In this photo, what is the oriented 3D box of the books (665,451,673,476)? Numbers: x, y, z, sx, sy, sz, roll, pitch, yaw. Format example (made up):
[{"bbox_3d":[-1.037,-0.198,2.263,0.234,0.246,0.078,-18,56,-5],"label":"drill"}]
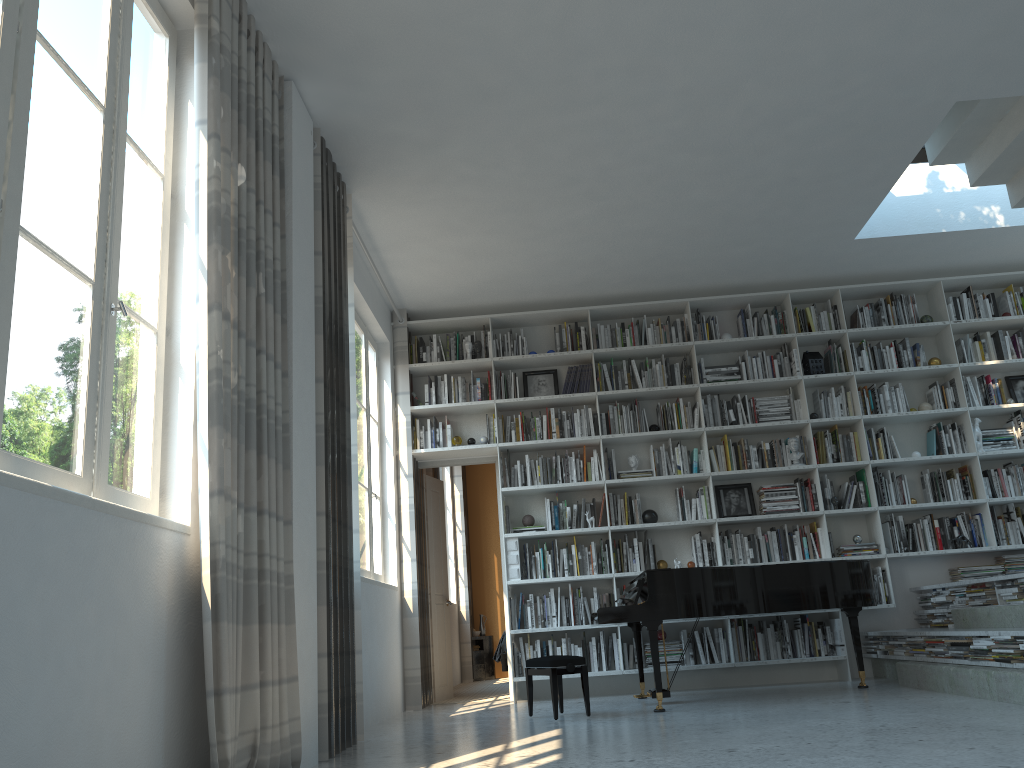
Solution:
[{"bbox_3d":[1.288,0.679,7.310,0.048,0.224,0.150,-4,-16,2],"label":"books"}]

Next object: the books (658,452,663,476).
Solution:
[{"bbox_3d":[1.218,0.686,7.323,0.024,0.226,0.138,-4,-16,2],"label":"books"}]

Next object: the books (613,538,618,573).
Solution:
[{"bbox_3d":[0.833,1.392,7.134,0.013,0.282,0.147,-4,-15,2],"label":"books"}]

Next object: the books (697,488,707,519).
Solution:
[{"bbox_3d":[1.542,0.989,7.202,0.027,0.268,0.179,-4,-16,2],"label":"books"}]

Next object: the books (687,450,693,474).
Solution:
[{"bbox_3d":[1.456,0.670,7.310,0.026,0.218,0.150,-4,-16,2],"label":"books"}]

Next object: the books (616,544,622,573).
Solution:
[{"bbox_3d":[0.856,1.410,7.124,0.030,0.238,0.157,-4,-16,2],"label":"books"}]

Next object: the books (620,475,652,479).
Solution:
[{"bbox_3d":[1.010,0.778,7.293,0.254,0.012,0.161,-3,-16,-2],"label":"books"}]

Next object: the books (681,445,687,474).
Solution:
[{"bbox_3d":[1.407,0.649,7.297,0.023,0.259,0.171,-4,-16,2],"label":"books"}]

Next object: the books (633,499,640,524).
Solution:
[{"bbox_3d":[1.007,1.056,7.210,0.028,0.215,0.175,-4,-16,2],"label":"books"}]

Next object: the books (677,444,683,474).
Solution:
[{"bbox_3d":[1.378,0.646,7.290,0.012,0.264,0.193,-4,-16,2],"label":"books"}]

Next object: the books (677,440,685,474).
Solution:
[{"bbox_3d":[1.389,0.630,7.303,0.011,0.300,0.179,-4,-16,2],"label":"books"}]

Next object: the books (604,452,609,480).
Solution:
[{"bbox_3d":[0.777,0.703,7.329,0.024,0.256,0.134,-4,-15,2],"label":"books"}]

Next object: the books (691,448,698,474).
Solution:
[{"bbox_3d":[1.498,0.657,7.287,0.060,0.227,0.179,-4,-16,2],"label":"books"}]

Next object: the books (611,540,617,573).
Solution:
[{"bbox_3d":[0.820,1.399,7.143,0.013,0.275,0.147,-4,-15,2],"label":"books"}]

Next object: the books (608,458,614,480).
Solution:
[{"bbox_3d":[0.819,0.724,7.328,0.034,0.209,0.136,-4,-16,2],"label":"books"}]

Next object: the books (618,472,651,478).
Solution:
[{"bbox_3d":[1.008,0.755,7.301,0.254,0.012,0.161,-4,-16,-1],"label":"books"}]

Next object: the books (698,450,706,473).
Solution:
[{"bbox_3d":[1.569,0.662,7.303,0.026,0.216,0.127,-4,-16,2],"label":"books"}]

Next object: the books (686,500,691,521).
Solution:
[{"bbox_3d":[1.424,1.044,7.209,0.030,0.182,0.155,-4,-16,2],"label":"books"}]

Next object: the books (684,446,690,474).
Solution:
[{"bbox_3d":[1.431,0.654,7.316,0.022,0.255,0.152,-4,-16,2],"label":"books"}]

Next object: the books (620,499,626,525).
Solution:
[{"bbox_3d":[0.901,1.061,7.223,0.025,0.227,0.153,-4,-16,2],"label":"books"}]

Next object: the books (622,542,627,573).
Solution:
[{"bbox_3d":[0.903,1.402,7.124,0.042,0.247,0.163,-4,-16,2],"label":"books"}]

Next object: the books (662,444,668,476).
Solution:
[{"bbox_3d":[1.255,0.648,7.304,0.012,0.285,0.168,-4,-16,2],"label":"books"}]

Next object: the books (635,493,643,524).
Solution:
[{"bbox_3d":[1.034,1.034,7.230,0.028,0.265,0.145,-4,-15,2],"label":"books"}]

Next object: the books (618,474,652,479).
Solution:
[{"bbox_3d":[1.009,0.766,7.294,0.254,0.012,0.161,-3,-16,-3],"label":"books"}]

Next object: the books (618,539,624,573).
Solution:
[{"bbox_3d":[0.875,1.391,7.120,0.012,0.271,0.182,-4,-16,2],"label":"books"}]

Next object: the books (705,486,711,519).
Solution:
[{"bbox_3d":[1.576,0.979,7.196,0.021,0.281,0.162,-4,-16,2],"label":"books"}]

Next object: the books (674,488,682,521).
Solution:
[{"bbox_3d":[1.351,0.998,7.215,0.012,0.284,0.160,-4,-15,2],"label":"books"}]

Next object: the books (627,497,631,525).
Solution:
[{"bbox_3d":[0.947,1.050,7.223,0.014,0.243,0.153,-4,-16,2],"label":"books"}]

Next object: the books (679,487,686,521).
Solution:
[{"bbox_3d":[1.388,0.994,7.221,0.011,0.291,0.156,-4,-15,2],"label":"books"}]

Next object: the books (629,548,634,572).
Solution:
[{"bbox_3d":[0.952,1.425,7.119,0.024,0.195,0.157,-4,-16,2],"label":"books"}]

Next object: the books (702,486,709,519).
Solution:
[{"bbox_3d":[1.560,0.980,7.193,0.011,0.278,0.188,-4,-16,2],"label":"books"}]

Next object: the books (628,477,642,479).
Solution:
[{"bbox_3d":[1.011,0.792,7.298,0.254,0.012,0.161,-5,-16,2],"label":"books"}]

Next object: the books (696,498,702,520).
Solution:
[{"bbox_3d":[1.507,1.032,7.196,0.024,0.187,0.173,-4,-16,2],"label":"books"}]

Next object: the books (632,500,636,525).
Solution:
[{"bbox_3d":[0.988,1.063,7.213,0.011,0.207,0.180,-4,-16,2],"label":"books"}]

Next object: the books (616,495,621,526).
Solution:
[{"bbox_3d":[0.869,1.045,7.226,0.036,0.262,0.167,-4,-16,2],"label":"books"}]

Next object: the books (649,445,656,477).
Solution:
[{"bbox_3d":[1.158,0.657,7.310,0.012,0.284,0.160,-4,-15,2],"label":"books"}]

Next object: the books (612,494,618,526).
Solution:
[{"bbox_3d":[0.839,1.044,7.235,0.026,0.274,0.155,-4,-15,2],"label":"books"}]

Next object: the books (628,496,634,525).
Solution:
[{"bbox_3d":[0.968,1.051,7.239,0.028,0.247,0.143,-4,-16,2],"label":"books"}]

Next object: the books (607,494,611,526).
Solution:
[{"bbox_3d":[0.783,1.045,7.243,0.012,0.284,0.160,-4,-15,2],"label":"books"}]

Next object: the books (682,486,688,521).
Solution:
[{"bbox_3d":[1.399,0.989,7.218,0.012,0.297,0.166,-4,-15,2],"label":"books"}]

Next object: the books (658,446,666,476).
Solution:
[{"bbox_3d":[1.239,0.661,7.313,0.022,0.266,0.151,-4,-15,2],"label":"books"}]

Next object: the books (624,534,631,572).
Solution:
[{"bbox_3d":[0.928,1.369,7.131,0.014,0.312,0.166,-4,-15,2],"label":"books"}]

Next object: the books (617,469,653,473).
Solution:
[{"bbox_3d":[1.007,0.731,7.305,0.285,0.012,0.160,-3,-16,-2],"label":"books"}]

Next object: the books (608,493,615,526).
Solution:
[{"bbox_3d":[0.813,1.040,7.232,0.025,0.283,0.146,-4,-15,2],"label":"books"}]

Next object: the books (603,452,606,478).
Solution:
[{"bbox_3d":[0.759,0.693,7.340,0.012,0.284,0.160,-4,-15,2],"label":"books"}]

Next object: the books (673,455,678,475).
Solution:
[{"bbox_3d":[1.336,0.694,7.310,0.025,0.188,0.140,-4,-16,2],"label":"books"}]

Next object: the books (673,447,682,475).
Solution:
[{"bbox_3d":[1.359,0.659,7.298,0.028,0.246,0.170,-4,-16,2],"label":"books"}]

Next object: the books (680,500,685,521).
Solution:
[{"bbox_3d":[1.373,1.043,7.197,0.025,0.185,0.154,-4,-16,2],"label":"books"}]

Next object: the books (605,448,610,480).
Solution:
[{"bbox_3d":[0.794,0.687,7.351,0.011,0.297,0.136,-4,-15,2],"label":"books"}]

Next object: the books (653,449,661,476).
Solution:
[{"bbox_3d":[1.189,0.671,7.299,0.030,0.246,0.175,-4,-16,2],"label":"books"}]

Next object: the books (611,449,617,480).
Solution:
[{"bbox_3d":[0.843,0.688,7.331,0.021,0.277,0.137,-4,-15,2],"label":"books"}]

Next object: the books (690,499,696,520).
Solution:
[{"bbox_3d":[1.467,1.034,7.193,0.057,0.188,0.156,-4,-16,2],"label":"books"}]

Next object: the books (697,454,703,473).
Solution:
[{"bbox_3d":[1.544,0.680,7.297,0.027,0.180,0.142,-4,-16,2],"label":"books"}]

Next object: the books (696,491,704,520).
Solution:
[{"bbox_3d":[1.522,1.001,7.193,0.012,0.244,0.171,-4,-16,2],"label":"books"}]

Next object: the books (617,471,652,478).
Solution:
[{"bbox_3d":[1.008,0.744,7.306,0.285,0.012,0.160,-5,-16,4],"label":"books"}]

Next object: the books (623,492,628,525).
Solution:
[{"bbox_3d":[0.924,1.031,7.208,0.026,0.273,0.190,-4,-16,2],"label":"books"}]

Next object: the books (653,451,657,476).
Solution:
[{"bbox_3d":[1.171,0.685,7.315,0.010,0.231,0.155,-4,-16,2],"label":"books"}]

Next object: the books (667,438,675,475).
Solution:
[{"bbox_3d":[1.313,0.624,7.315,0.010,0.328,0.174,-4,-15,2],"label":"books"}]
